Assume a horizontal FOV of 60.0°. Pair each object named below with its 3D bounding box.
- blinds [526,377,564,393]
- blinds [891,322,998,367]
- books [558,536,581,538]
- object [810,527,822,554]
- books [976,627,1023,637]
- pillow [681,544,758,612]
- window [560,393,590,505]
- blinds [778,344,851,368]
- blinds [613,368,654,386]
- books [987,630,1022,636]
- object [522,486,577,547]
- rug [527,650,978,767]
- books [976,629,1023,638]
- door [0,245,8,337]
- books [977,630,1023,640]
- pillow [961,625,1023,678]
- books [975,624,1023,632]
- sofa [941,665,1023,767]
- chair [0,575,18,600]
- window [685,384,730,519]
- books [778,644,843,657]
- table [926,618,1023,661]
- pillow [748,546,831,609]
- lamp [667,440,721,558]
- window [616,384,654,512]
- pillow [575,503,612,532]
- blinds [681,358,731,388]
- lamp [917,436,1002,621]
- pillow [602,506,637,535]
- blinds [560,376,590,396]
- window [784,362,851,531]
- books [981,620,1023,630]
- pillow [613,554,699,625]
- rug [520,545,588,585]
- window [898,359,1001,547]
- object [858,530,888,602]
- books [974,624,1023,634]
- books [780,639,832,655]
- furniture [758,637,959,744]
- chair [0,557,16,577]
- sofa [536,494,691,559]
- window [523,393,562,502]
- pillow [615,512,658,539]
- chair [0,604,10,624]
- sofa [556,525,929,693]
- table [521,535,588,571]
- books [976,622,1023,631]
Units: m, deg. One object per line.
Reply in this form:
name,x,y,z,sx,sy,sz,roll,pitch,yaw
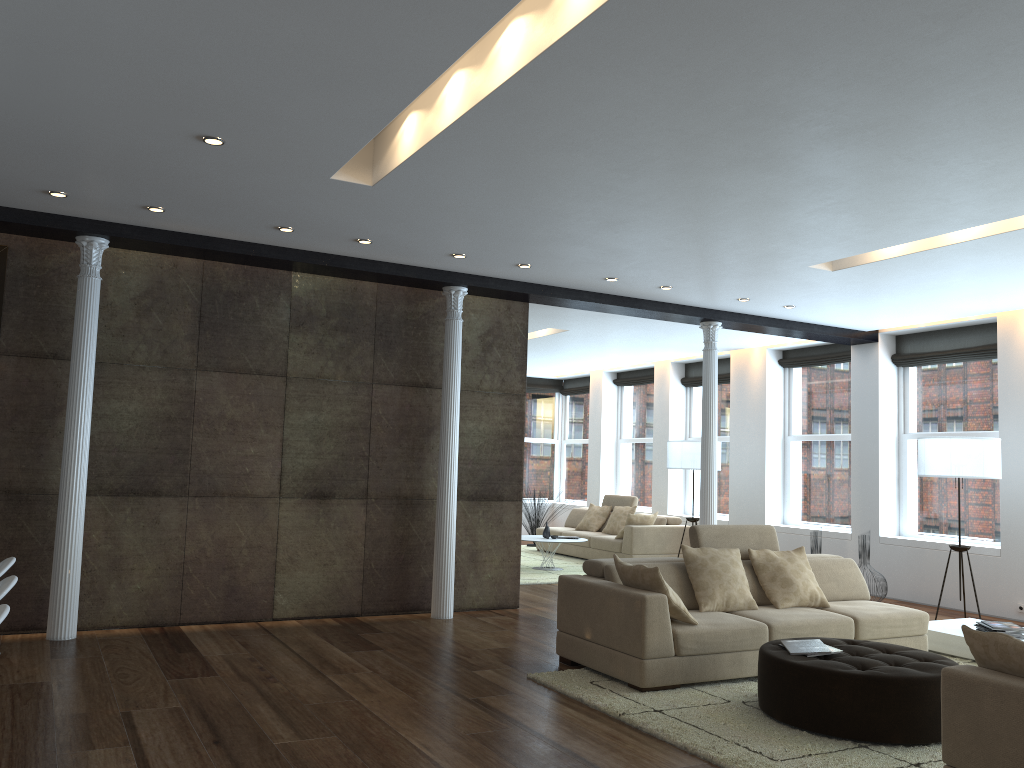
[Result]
blinds,0.341,0.013,16.594,1.442,0.312,0.155,5,-6,-28
blinds,4.800,-0.429,9.719,0.183,0.395,1.431,5,-6,-28
books,0.726,2.010,11.644,0.300,0.010,0.220,3,-5,-13
object,3.360,1.965,9.799,0.458,0.781,0.458,5,-6,-29
books,3.665,1.863,6.673,0.220,0.010,0.300,1,-5,7
pillow,1.452,1.352,6.197,0.534,0.439,0.301,4,-6,-24
window,3.826,2.531,24.486,34.761,17.917,13.698,5,-6,-28
blinds,3.963,-0.370,11.327,0.156,0.275,1.396,5,-6,-28
blinds,2.146,-0.117,14.723,0.156,0.275,1.442,5,-6,-28
books,3.691,1.854,6.671,0.220,0.010,0.300,0,-6,22
object,0.381,2.169,14.563,1.119,1.014,1.125,7,-7,-41
rug,2.661,1.907,5.293,4.231,0.020,2.972,5,-6,-28
books,3.690,1.874,6.669,0.220,0.010,0.300,3,-5,-8
door,-4.303,0.367,6.378,1.000,2.814,0.510,5,-6,-28
books,3.665,1.883,6.671,0.220,0.010,0.300,1,-5,7
pillow,2.069,1.139,3.433,0.395,0.393,0.518,5,-6,-31
books,3.691,1.835,6.672,0.220,0.010,0.300,3,-5,-13
sofa,3.065,1.306,3.699,2.581,0.950,1.021,5,-6,-28
chair,-2.186,1.142,3.265,0.581,0.835,0.495,5,-6,-28
window,3.009,0.839,13.076,0.123,2.400,1.345,5,-6,-28
books,1.662,1.474,4.946,0.219,0.031,0.300,3,-5,-13
table,3.665,1.990,6.850,0.900,0.170,0.900,5,-6,-28
pillow,2.009,1.407,6.476,0.519,0.416,0.368,4,-6,-23
lamp,2.355,1.611,11.533,0.698,1.728,0.698,2,-5,-4
window,2.164,0.956,14.655,0.123,2.400,1.444,5,-6,-28
pillow,1.248,2.021,13.399,0.368,0.416,0.519,5,-6,-32
blinds,2.988,-0.176,13.141,0.156,0.393,1.342,5,-6,-28
lamp,4.138,1.365,8.199,0.698,1.728,0.698,2,-5,-4
pillow,1.554,1.971,12.856,0.301,0.439,0.534,5,-6,-31
blinds,1.291,0.028,16.319,0.156,0.327,1.377,5,-6,-28
window,3.982,0.704,11.256,0.123,2.400,1.391,5,-6,-28
books,3.692,1.816,6.674,0.220,0.010,0.300,1,-5,12
pillow,0.893,1.303,5.632,0.395,0.393,0.518,4,-6,-24
rug,0.278,2.487,12.447,2.972,0.020,4.231,5,-6,-28
window,4.834,0.586,9.662,0.123,2.400,1.432,5,-6,-28
object,3.771,1.950,9.490,0.458,0.781,0.458,5,-6,-29
books,3.666,1.844,6.675,0.220,0.010,0.300,2,-5,-3
books,1.637,1.466,4.949,0.220,0.040,0.301,1,-5,7
furniture,1.900,1.655,4.879,1.057,0.355,1.057,5,-6,-26
chair,-2.530,1.186,3.868,0.581,0.835,0.495,5,-6,-28
sofa,1.419,2.115,13.063,1.018,0.950,2.581,5,-6,-28
window,0.278,1.070,16.580,1.474,2.400,0.123,5,-6,-28
pillow,1.701,1.926,12.074,0.518,0.393,0.395,5,-6,-31
chair,-1.847,1.093,2.612,0.581,0.835,0.495,5,-6,-28
sofa,1.678,1.498,6.292,2.581,0.950,1.021,5,-6,-28
table,0.466,2.198,11.484,1.022,0.393,1.022,0,-6,16
books,3.667,1.825,6.676,0.220,0.010,0.300,1,-5,7
